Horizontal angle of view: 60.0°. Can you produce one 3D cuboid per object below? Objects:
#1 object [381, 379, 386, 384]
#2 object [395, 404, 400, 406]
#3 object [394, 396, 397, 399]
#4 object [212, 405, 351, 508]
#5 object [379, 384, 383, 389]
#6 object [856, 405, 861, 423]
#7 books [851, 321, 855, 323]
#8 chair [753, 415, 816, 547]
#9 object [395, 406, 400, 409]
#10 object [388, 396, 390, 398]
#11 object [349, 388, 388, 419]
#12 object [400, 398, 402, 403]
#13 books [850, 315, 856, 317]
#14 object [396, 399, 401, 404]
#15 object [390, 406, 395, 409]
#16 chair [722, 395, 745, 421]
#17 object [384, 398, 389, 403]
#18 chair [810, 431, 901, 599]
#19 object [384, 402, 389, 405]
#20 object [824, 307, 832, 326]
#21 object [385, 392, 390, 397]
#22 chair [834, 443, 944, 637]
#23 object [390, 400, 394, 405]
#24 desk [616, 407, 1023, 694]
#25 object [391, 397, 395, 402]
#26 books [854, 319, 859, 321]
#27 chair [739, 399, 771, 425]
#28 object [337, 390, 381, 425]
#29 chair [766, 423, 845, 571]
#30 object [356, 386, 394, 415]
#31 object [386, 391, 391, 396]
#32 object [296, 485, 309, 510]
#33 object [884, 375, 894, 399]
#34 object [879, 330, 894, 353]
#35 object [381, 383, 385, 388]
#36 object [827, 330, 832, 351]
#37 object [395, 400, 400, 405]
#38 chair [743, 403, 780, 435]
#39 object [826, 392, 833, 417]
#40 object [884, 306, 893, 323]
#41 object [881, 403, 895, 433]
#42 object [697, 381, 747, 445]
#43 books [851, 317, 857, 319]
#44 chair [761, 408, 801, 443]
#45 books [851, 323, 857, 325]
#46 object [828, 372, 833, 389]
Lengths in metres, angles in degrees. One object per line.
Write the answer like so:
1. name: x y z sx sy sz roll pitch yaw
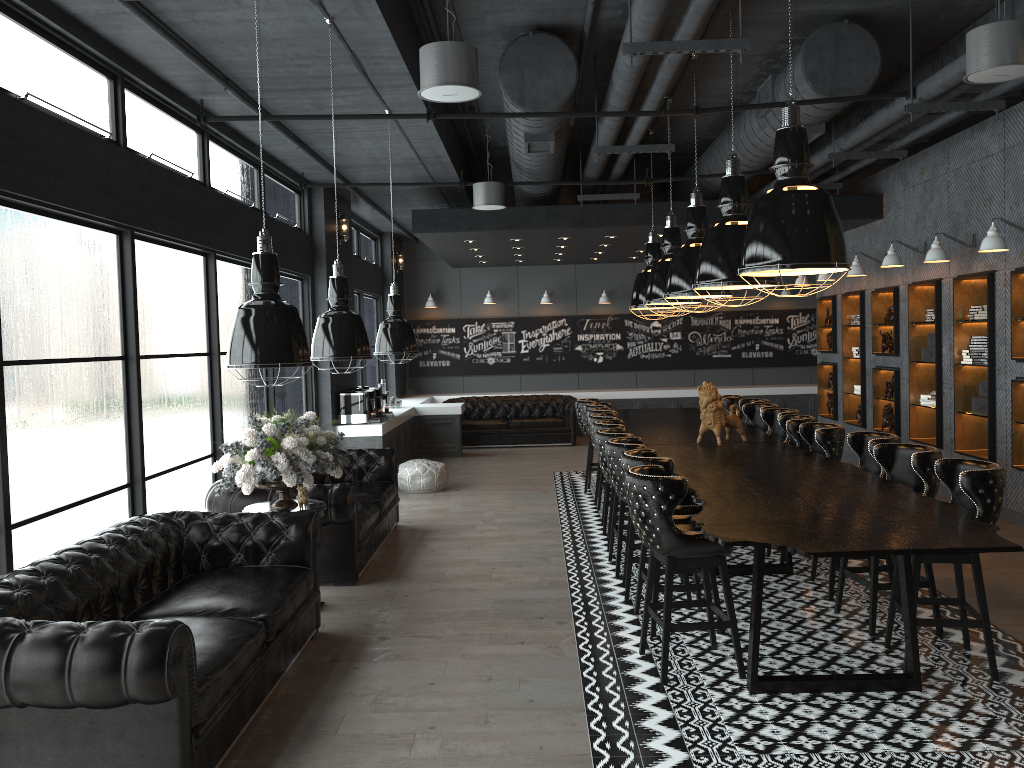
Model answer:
1. object: -2.032 -0.039 14.001 0.074 0.073 0.074 0 3 32
2. object: -1.777 0.306 13.763 0.074 0.073 0.074 -1 3 21
3. object: -1.857 0.235 14.007 0.074 0.073 0.074 0 3 32
4. object: -1.582 0.517 6.188 0.847 0.663 0.875 0 3 32
5. object: -2.036 0.034 13.759 0.074 0.073 0.074 -1 3 21
6. object: 4.879 0.411 12.146 0.314 0.251 0.157 -1 3 17
7. books: 4.807 -0.859 12.268 0.193 0.028 0.245 -1 3 14
8. chair: 2.370 0.832 7.752 0.568 1.092 0.504 -1 2 10
9. object: -1.776 0.341 13.764 0.074 0.073 0.074 -1 3 21
10. object: -1.945 0.184 13.845 0.074 0.073 0.074 -1 3 21
11. object: -1.937 0.269 11.825 0.503 0.426 0.335 -2 2 2
12. object: -1.772 0.267 14.006 0.074 0.073 0.074 0 3 32
13. books: 4.814 -0.943 12.243 0.193 0.028 0.245 -2 3 -1
14. object: -1.776 0.275 13.844 0.074 0.073 0.074 -1 3 21
15. object: -1.861 0.343 13.766 0.074 0.073 0.074 -1 3 21
16. chair: 2.497 0.689 10.561 0.568 1.092 0.504 -1 2 10
17. object: -1.946 0.249 13.765 0.074 0.073 0.074 -1 3 21
18. chair: 2.442 0.904 6.258 0.568 1.092 0.504 -1 2 3
19. object: -1.945 0.284 13.766 0.074 0.073 0.074 -1 3 21
20. object: 4.724 -1.004 13.182 0.097 0.290 0.290 -2 3 0
21. object: -1.946 0.157 13.844 0.074 0.073 0.074 -1 3 21
22. chair: 2.378 0.941 5.544 0.568 1.092 0.504 -2 2 -6
23. object: -1.862 0.282 13.764 0.074 0.073 0.074 -1 3 21
24. desk: 1.676 0.960 7.442 1.433 0.927 7.598 -2 3 2
25. object: -1.861 0.243 13.845 0.074 0.073 0.074 -1 3 21
26. books: 4.855 -0.888 12.245 0.193 0.028 0.245 -1 3 9
27. chair: 2.582 0.724 9.815 0.568 1.092 0.504 -2 2 -2
28. object: -1.950 0.295 11.309 0.503 0.426 0.335 -2 2 2
29. chair: 2.330 0.870 6.992 0.568 1.092 0.504 -1 2 3
30. object: -1.924 0.244 12.326 0.503 0.426 0.335 -2 2 2
31. object: -1.944 0.153 13.924 0.074 0.073 0.074 -1 3 21
32. object: -1.412 0.767 6.021 0.086 0.183 0.136 -1 2 8
33. object: 4.734 0.030 11.095 0.143 0.306 0.317 -2 3 -3
34. object: 4.697 -0.525 11.048 0.154 0.309 0.325 -1 3 6
35. object: -2.032 0.026 13.921 0.074 0.073 0.074 -1 3 21
36. object: 4.770 -0.633 13.173 0.155 0.329 0.236 -1 2 6
37. object: -1.778 0.279 13.762 0.074 0.073 0.074 -1 3 21
38. chair: 2.470 0.761 9.133 0.568 1.092 0.504 -2 2 -8
39. object: 4.799 0.301 13.245 0.170 0.362 0.269 -2 2 -5
40. object: 4.701 -0.860 10.995 0.138 0.222 0.278 -2 3 1
41. object: 4.711 0.437 11.050 0.177 0.387 0.338 -1 3 9
42. object: 1.768 0.238 7.460 0.475 0.545 0.249 -3 3 -36
43. books: 4.814 -0.915 12.245 0.193 0.028 0.245 -1 3 7
44. chair: 2.452 0.796 8.429 0.568 1.092 0.504 -2 2 -4
45. books: 4.817 -0.830 12.249 0.193 0.028 0.245 -1 3 6
46. object: 4.839 -0.054 13.249 0.253 0.249 0.126 -3 3 -24
